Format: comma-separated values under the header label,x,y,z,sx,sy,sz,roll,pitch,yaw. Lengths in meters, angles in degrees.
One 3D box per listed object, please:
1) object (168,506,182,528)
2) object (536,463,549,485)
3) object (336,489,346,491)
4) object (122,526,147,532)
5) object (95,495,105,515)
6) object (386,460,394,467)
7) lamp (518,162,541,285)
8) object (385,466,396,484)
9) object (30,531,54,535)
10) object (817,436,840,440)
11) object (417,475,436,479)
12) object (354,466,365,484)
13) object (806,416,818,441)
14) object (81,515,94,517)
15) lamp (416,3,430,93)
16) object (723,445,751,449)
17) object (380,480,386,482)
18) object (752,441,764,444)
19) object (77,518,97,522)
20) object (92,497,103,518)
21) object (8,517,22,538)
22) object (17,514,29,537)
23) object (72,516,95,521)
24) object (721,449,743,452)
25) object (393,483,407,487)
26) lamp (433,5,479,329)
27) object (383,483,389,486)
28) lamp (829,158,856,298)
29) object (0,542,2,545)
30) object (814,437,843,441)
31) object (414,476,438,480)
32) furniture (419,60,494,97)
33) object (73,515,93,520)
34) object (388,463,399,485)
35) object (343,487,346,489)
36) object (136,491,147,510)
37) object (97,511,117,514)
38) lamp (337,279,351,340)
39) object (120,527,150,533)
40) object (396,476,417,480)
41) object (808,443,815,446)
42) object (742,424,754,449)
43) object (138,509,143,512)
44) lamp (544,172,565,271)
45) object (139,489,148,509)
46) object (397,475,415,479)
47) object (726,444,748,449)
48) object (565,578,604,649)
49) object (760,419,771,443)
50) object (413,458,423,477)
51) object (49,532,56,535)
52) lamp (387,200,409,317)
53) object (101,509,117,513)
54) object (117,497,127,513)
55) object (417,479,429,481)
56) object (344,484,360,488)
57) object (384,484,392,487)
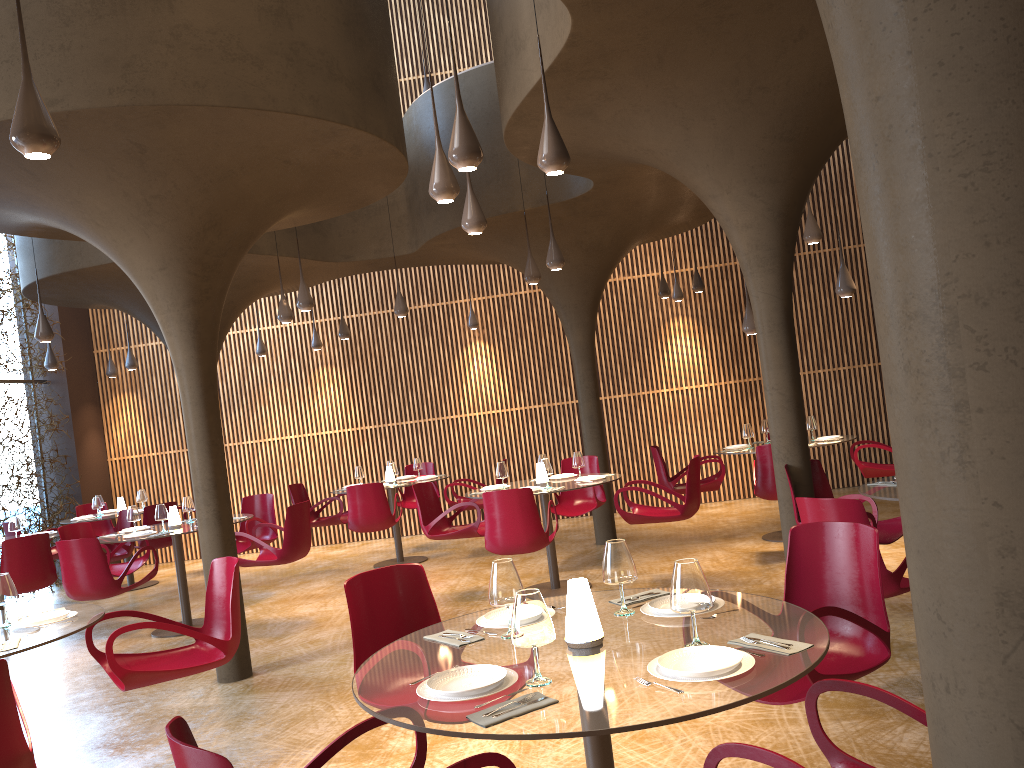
label,x,y,z,sx,sy,sz,roll,pitch,yaw
object,-3.744,1.469,9.821,0.142,0.232,0.145,-7,0,-39
object,0.313,0.952,9.410,0.142,0.232,0.144,-7,0,-19
object,-2.306,1.455,12.175,0.262,0.017,0.126,-7,-1,13
object,-4.240,1.632,9.964,0.263,0.029,0.263,-7,-1,7
object,-6.235,1.829,13.396,0.142,0.295,0.142,-7,0,7
object,-1.739,1.252,12.769,0.142,0.295,0.142,-7,0,6
lamp,-0.149,-4.237,9.937,0.196,6.277,0.195,-7,0,41
object,-1.713,1.272,12.413,0.142,0.232,0.144,-7,0,-9
object,-5.783,1.846,10.912,0.263,0.029,0.263,-7,-1,-1
object,3.753,0.642,10.511,0.263,0.029,0.263,-7,-1,2
object,-1.193,1.302,12.338,0.263,0.029,0.263,-7,-1,-15
object,-2.108,1.287,12.273,0.142,0.295,0.142,-7,0,-22
object,3.622,0.535,10.712,0.142,0.295,0.142,-7,0,-6
object,-6.445,2.002,13.461,0.126,0.017,0.262,-6,-2,-37
lamp,-1.430,-5.676,13.280,0.196,2.962,0.196,-7,0,-9
object,2.773,0.784,10.932,0.332,0.014,0.331,-8,-2,35
object,-1.840,1.414,12.976,0.126,0.017,0.262,-7,-1,7
object,3.166,0.752,11.402,0.126,0.017,0.261,-8,-1,23
object,-6.059,1.936,12.639,0.261,0.017,0.126,-6,-2,-39
object,-6.020,1.791,12.870,0.142,0.295,0.142,-7,0,5
object,-5.864,1.718,10.466,0.142,0.295,0.142,-7,0,22
object,-6.030,1.749,10.910,0.141,0.295,0.142,-7,0,-44
object,-6.234,1.956,12.886,0.331,0.014,0.332,-7,-1,-13
object,2.647,0.801,10.659,0.262,0.017,0.126,-8,-1,22
object,-1.487,1.344,11.795,0.126,0.017,0.262,-7,-1,11
lamp,-1.020,-4.024,14.652,0.196,6.277,0.195,-7,0,21
object,-1.779,1.365,11.872,0.263,0.029,0.263,-7,-1,11
lamp,2.950,-3.982,8.832,0.195,6.277,0.196,-7,0,-39
object,-5.884,1.844,10.237,0.263,0.029,0.263,-6,-1,-33
object,3.755,0.652,10.511,0.331,0.014,0.332,-7,-1,-5
object,-1.192,1.312,12.338,0.332,0.014,0.331,-8,-1,30
furniture,-0.502,-3.103,10.889,0.899,1.047,2.535,-7,-1,-42
object,-6.235,1.946,12.886,0.263,0.029,0.263,-7,-1,-7
object,-1.608,1.219,12.009,0.142,0.295,0.142,-7,0,-1
object,-2.223,1.444,12.465,0.332,0.014,0.331,-8,-1,19
object,-5.468,1.727,13.093,0.141,0.295,0.142,-7,0,-34
object,-6.197,1.968,13.629,0.332,0.014,0.332,-7,-1,-2
lamp,-2.964,-3.803,13.654,0.196,6.277,0.195,-7,0,21
object,-4.238,1.641,9.964,0.332,0.014,0.331,-8,-1,33
object,-1.546,1.369,12.921,0.332,0.014,0.332,-7,-1,4
object,3.381,0.697,10.113,0.126,0.017,0.261,-8,-1,27
object,2.857,0.631,10.722,0.141,0.295,0.142,-7,0,-36
object,-5.489,1.852,12.863,0.263,0.029,0.263,-7,-1,-1
lamp,0.065,-4.283,9.060,0.196,6.277,0.195,-7,0,41
object,-5.635,1.757,13.536,0.142,0.295,0.142,-7,0,23
object,-1.547,1.360,12.921,0.263,0.029,0.263,-8,-1,17
object,2.772,0.774,10.932,0.263,0.029,0.263,-8,-1,19
object,0.250,0.823,3.202,0.142,0.232,0.145,-7,0,-34
object,3.206,0.597,11.169,0.142,0.295,0.142,-7,0,-12
object,-1.328,1.195,12.537,0.141,0.295,0.142,-7,0,-41
object,-5.782,1.856,10.912,0.332,0.014,0.332,-7,-1,-1
lamp,-1.824,-3.992,11.543,0.196,6.277,0.195,-7,0,21
object,-6.198,1.958,13.629,0.262,0.029,0.263,-6,-2,-40
object,-5.841,1.808,13.249,0.144,0.232,0.142,-7,0,-19
object,-1.193,1.313,12.333,0.204,0.012,0.410,-7,-1,12
object,-2.225,1.434,12.465,0.263,0.029,0.263,-8,-2,42
object,-1.778,1.375,11.872,0.331,0.014,0.332,-7,-1,-5
